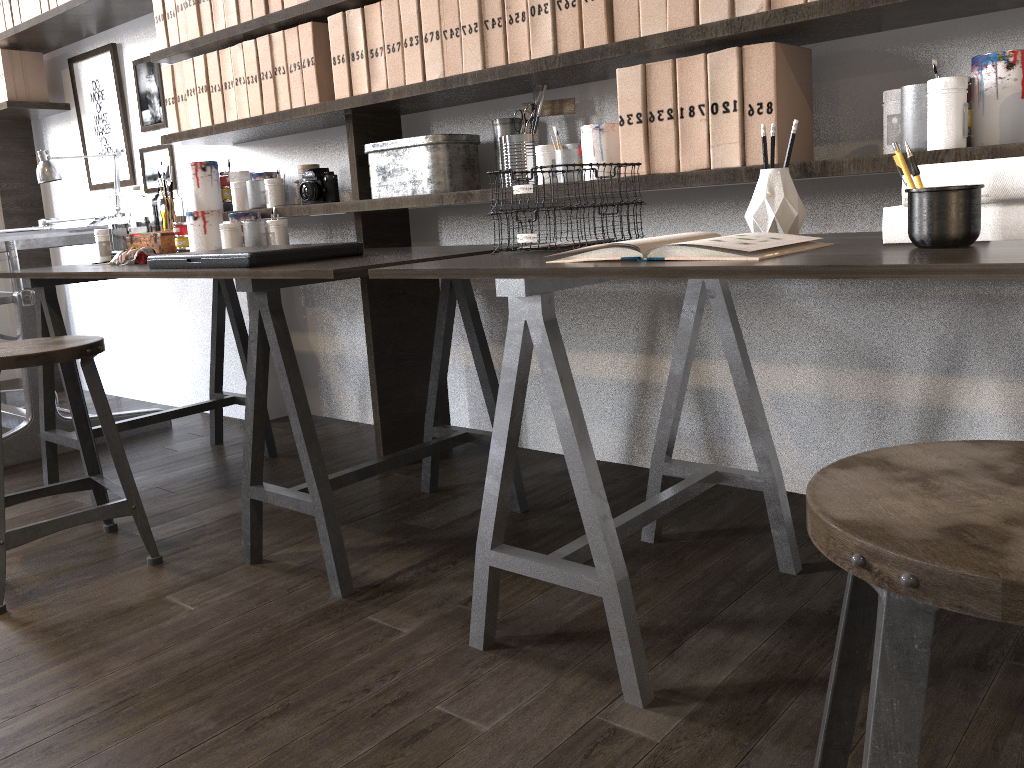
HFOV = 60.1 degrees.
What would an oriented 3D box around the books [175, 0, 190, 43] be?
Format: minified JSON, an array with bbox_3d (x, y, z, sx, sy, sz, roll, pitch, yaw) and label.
[{"bbox_3d":[-1.010,-1.227,2.921,0.067,0.224,0.176,4,12,40],"label":"books"}]

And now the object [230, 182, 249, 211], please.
[{"bbox_3d":[-0.880,-0.609,2.881,0.062,0.094,0.062,1,10,26],"label":"object"}]

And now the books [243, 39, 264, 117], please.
[{"bbox_3d":[-0.724,-0.934,2.726,0.067,0.224,0.176,3,12,40],"label":"books"}]

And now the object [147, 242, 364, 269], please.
[{"bbox_3d":[-0.609,-0.303,2.094,0.446,0.033,0.314,6,15,40],"label":"object"}]

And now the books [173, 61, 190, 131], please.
[{"bbox_3d":[-1.039,-0.967,3.000,0.067,0.224,0.176,4,12,40],"label":"books"}]

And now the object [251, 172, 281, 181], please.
[{"bbox_3d":[-0.819,-0.644,2.971,0.094,0.127,0.095,-7,10,-18],"label":"object"}]

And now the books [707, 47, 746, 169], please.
[{"bbox_3d":[0.465,-0.547,1.775,0.067,0.224,0.175,3,12,40],"label":"books"}]

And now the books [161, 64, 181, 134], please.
[{"bbox_3d":[-1.092,-0.971,3.040,0.067,0.224,0.176,3,12,40],"label":"books"}]

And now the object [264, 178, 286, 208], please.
[{"bbox_3d":[-0.755,-0.606,2.823,0.062,0.094,0.062,1,10,26],"label":"object"}]

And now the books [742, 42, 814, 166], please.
[{"bbox_3d":[0.523,-0.542,1.732,0.067,0.224,0.176,3,12,40],"label":"books"}]

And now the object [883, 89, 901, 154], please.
[{"bbox_3d":[0.710,-0.476,1.617,0.062,0.118,0.062,-5,9,-8],"label":"object"}]

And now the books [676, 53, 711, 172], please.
[{"bbox_3d":[0.414,-0.553,1.824,0.067,0.224,0.175,4,12,40],"label":"books"}]

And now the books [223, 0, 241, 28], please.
[{"bbox_3d":[-0.802,-1.205,2.740,0.067,0.224,0.175,3,12,40],"label":"books"}]

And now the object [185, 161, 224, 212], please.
[{"bbox_3d":[-1.046,-0.665,3.012,0.107,0.175,0.108,4,13,42],"label":"object"}]

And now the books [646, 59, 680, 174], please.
[{"bbox_3d":[0.360,-0.559,1.869,0.067,0.224,0.176,4,12,40],"label":"books"}]

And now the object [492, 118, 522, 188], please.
[{"bbox_3d":[-0.007,-0.599,2.326,0.079,0.187,0.079,-1,9,20],"label":"object"}]

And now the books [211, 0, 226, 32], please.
[{"bbox_3d":[-0.853,-1.212,2.789,0.067,0.224,0.175,4,12,40],"label":"books"}]

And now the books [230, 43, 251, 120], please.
[{"bbox_3d":[-0.777,-0.940,2.776,0.067,0.224,0.175,3,12,40],"label":"books"}]

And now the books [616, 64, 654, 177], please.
[{"bbox_3d":[0.305,-0.563,1.909,0.067,0.224,0.176,3,12,40],"label":"books"}]

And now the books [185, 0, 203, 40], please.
[{"bbox_3d":[-0.962,-1.221,2.874,0.067,0.224,0.176,3,12,40],"label":"books"}]

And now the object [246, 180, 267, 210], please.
[{"bbox_3d":[-0.818,-0.606,2.847,0.062,0.093,0.064,1,10,26],"label":"object"}]

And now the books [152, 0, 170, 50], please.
[{"bbox_3d":[-1.116,-1.237,3.006,0.067,0.224,0.176,3,12,40],"label":"books"}]

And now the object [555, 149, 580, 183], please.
[{"bbox_3d":[0.177,-0.516,2.077,0.182,0.093,0.062,-11,12,-35],"label":"object"}]

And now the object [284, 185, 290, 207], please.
[{"bbox_3d":[-0.760,-0.613,2.911,0.054,0.079,0.054,-8,10,-21],"label":"object"}]

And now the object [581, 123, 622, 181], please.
[{"bbox_3d":[0.205,-0.519,2.000,0.094,0.127,0.095,-12,13,-42],"label":"object"}]

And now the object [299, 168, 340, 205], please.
[{"bbox_3d":[-0.598,-0.595,2.672,0.171,0.108,0.091,5,13,40],"label":"object"}]

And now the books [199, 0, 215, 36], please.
[{"bbox_3d":[-0.907,-1.217,2.835,0.067,0.224,0.176,4,12,40],"label":"books"}]

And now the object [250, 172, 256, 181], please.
[{"bbox_3d":[-0.919,-0.669,3.082,0.072,0.128,0.071,-4,9,-2],"label":"object"}]

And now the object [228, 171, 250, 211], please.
[{"bbox_3d":[-0.918,-0.654,3.003,0.070,0.129,0.070,-6,9,-11],"label":"object"}]

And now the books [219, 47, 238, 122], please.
[{"bbox_3d":[-0.827,-0.946,2.824,0.067,0.224,0.175,4,12,40],"label":"books"}]

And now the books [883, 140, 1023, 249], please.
[{"bbox_3d":[0.679,-0.269,1.216,0.295,0.146,0.388,5,14,40],"label":"books"}]

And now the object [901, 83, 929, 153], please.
[{"bbox_3d":[0.715,-0.462,1.551,0.063,0.117,0.063,-5,9,-8],"label":"object"}]

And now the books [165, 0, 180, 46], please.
[{"bbox_3d":[-1.059,-1.232,2.960,0.067,0.224,0.176,4,12,40],"label":"books"}]

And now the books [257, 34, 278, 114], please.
[{"bbox_3d":[-0.669,-0.928,2.679,0.067,0.224,0.176,4,12,40],"label":"books"}]

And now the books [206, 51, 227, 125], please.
[{"bbox_3d":[-0.882,-0.951,2.867,0.067,0.224,0.176,4,12,40],"label":"books"}]

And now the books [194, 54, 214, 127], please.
[{"bbox_3d":[-0.938,-0.956,2.910,0.067,0.224,0.176,3,12,40],"label":"books"}]

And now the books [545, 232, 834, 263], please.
[{"bbox_3d":[0.266,-0.211,1.348,0.355,0.029,0.258,6,15,40],"label":"books"}]

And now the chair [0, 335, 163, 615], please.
[{"bbox_3d":[-1.061,0.174,2.010,0.360,0.524,0.373,-12,12,-40],"label":"chair"}]

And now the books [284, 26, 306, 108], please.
[{"bbox_3d":[-0.566,-0.919,2.601,0.067,0.224,0.176,4,12,40],"label":"books"}]

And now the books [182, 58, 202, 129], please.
[{"bbox_3d":[-0.992,-0.962,2.958,0.067,0.224,0.176,4,12,40],"label":"books"}]

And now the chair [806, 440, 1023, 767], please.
[{"bbox_3d":[0.397,0.340,0.681,0.371,0.524,0.361,-2,10,14],"label":"chair"}]

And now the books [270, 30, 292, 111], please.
[{"bbox_3d":[-0.618,-0.924,2.642,0.067,0.224,0.176,3,12,40],"label":"books"}]

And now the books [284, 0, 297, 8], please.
[{"bbox_3d":[-0.575,-1.183,2.550,0.067,0.224,0.176,4,12,40],"label":"books"}]

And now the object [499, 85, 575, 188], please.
[{"bbox_3d":[0.048,-0.620,2.169,0.181,0.270,0.157,0,10,25],"label":"object"}]

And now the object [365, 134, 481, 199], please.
[{"bbox_3d":[-0.241,-0.588,2.414,0.317,0.151,0.194,5,14,40],"label":"object"}]

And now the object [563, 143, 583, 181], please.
[{"bbox_3d":[0.155,-0.526,2.117,0.062,0.093,0.064,-3,9,3],"label":"object"}]
